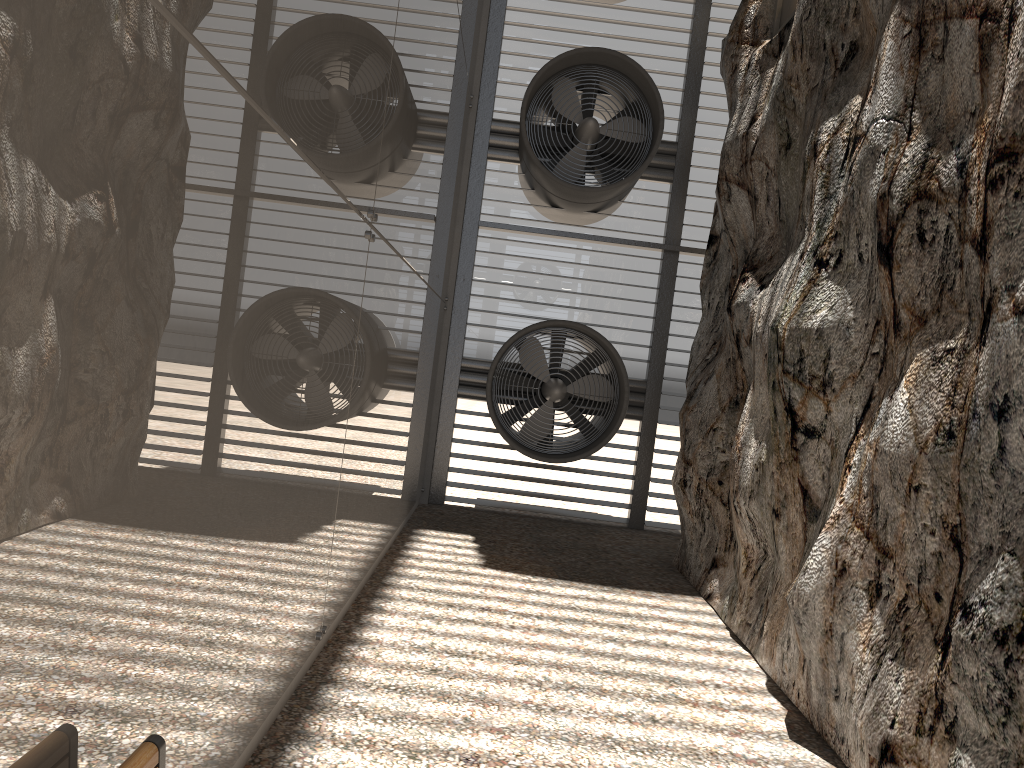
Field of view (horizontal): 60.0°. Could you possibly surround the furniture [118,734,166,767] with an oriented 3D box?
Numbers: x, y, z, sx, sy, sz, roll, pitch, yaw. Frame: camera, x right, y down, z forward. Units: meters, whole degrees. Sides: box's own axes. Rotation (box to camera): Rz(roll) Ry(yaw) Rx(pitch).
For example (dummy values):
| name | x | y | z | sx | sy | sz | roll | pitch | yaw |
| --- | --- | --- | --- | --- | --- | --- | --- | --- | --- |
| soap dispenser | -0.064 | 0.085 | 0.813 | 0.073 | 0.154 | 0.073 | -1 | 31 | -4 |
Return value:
| name | x | y | z | sx | sy | sz | roll | pitch | yaw |
| --- | --- | --- | --- | --- | --- | --- | --- | --- | --- |
| furniture | -0.745 | 1.318 | 1.340 | 0.595 | 0.796 | 2.153 | 7 | 1 | 0 |
